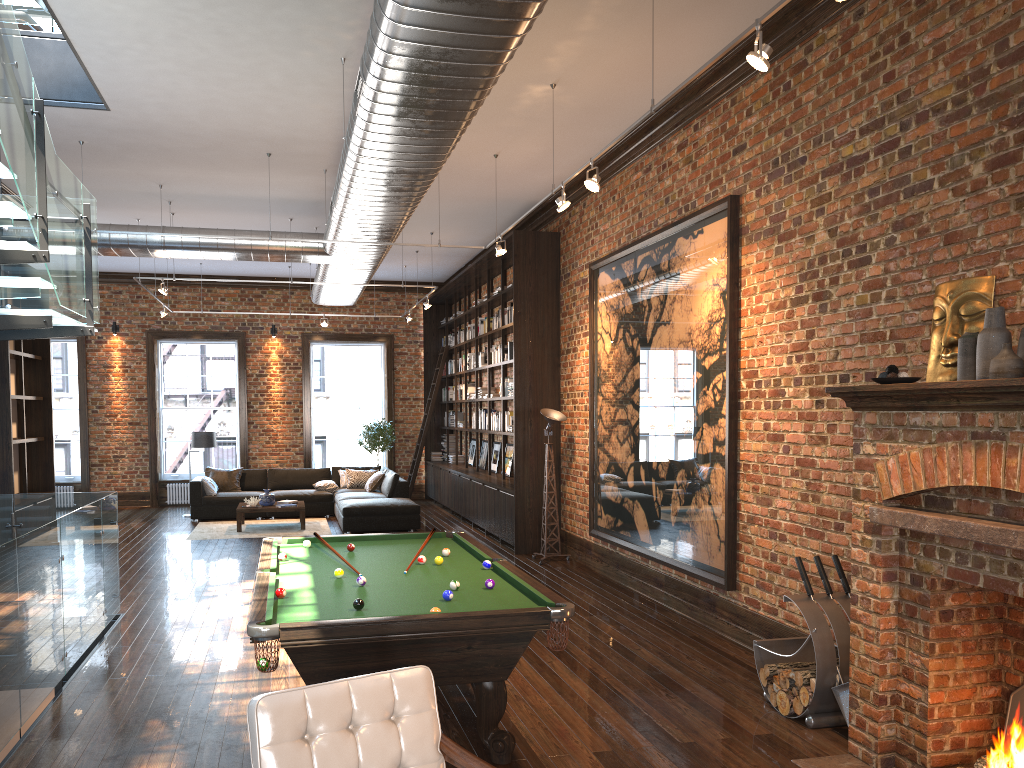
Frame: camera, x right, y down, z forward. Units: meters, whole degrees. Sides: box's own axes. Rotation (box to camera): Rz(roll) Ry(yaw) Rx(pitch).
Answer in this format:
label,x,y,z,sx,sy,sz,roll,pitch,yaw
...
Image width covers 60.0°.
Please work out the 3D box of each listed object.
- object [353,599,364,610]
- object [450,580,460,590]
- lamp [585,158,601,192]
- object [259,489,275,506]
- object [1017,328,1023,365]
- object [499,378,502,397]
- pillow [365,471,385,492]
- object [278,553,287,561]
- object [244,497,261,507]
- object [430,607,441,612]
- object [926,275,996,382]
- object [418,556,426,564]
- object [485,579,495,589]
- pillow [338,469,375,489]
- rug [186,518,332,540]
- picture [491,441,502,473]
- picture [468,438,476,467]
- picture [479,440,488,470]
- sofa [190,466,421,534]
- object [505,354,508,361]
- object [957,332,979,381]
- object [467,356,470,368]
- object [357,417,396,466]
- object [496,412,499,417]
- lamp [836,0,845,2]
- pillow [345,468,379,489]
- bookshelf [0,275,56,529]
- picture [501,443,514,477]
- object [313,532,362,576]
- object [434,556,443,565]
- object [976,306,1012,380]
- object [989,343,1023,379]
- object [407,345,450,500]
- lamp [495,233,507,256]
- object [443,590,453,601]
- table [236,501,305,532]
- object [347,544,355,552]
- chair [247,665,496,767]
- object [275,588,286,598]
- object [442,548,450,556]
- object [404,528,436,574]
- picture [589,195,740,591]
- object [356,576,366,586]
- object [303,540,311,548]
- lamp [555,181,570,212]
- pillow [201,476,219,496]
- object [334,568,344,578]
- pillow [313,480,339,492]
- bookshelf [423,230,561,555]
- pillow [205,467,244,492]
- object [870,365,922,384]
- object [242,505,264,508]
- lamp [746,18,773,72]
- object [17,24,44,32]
label,x,y,z,sx,sy,sz,roll,pitch,yaw
object,-0.770,1.106,4.452,0.057,0.057,0.057,0,1,-10
object,-0.318,1.119,4.932,0.057,0.057,0.057,0,1,25
lamp,0.567,-1.477,6.258,0.113,0.231,0.113,0,2,15
object,-3.801,1.759,13.762,0.215,0.252,0.214,0,1,19
object,2.284,-0.128,3.897,0.120,0.243,0.120,0,2,5
object,-0.145,0.050,12.988,0.069,0.289,0.117,-1,3,-21
pillow,-2.380,1.699,15.364,0.314,0.356,0.628,-1,-1,-15
object,-1.532,1.156,5.922,0.057,0.057,0.057,0,1,-16
object,-3.951,1.799,13.556,0.219,0.160,0.217,0,0,28
object,-0.366,1.098,4.243,0.057,0.057,0.057,0,1,4
object,2.228,-0.255,4.472,0.125,0.538,0.408,-1,1,-14
object,-0.587,1.147,5.783,0.057,0.057,0.057,0,1,41
object,-0.124,1.119,4.964,0.057,0.057,0.057,0,1,8
pillow,-2.775,1.711,15.929,0.703,0.339,0.269,0,1,-14
rug,-3.865,2.230,13.712,2.021,0.003,2.111,0,-2,-14
picture,-0.266,1.186,14.364,0.112,0.499,0.506,-1,1,-14
picture,-0.716,1.244,16.130,0.112,0.499,0.506,-1,1,-14
picture,-0.474,1.213,15.180,0.112,0.499,0.506,-1,1,-14
sofa,-3.471,1.850,14.472,3.499,0.806,3.445,0,-2,-14
object,-0.036,-0.381,13.013,0.096,0.137,0.235,-1,0,-30
object,2.180,-0.121,4.208,0.118,0.250,0.117,1,3,34
object,-0.744,-0.362,15.370,0.075,0.256,0.087,-2,3,-24
object,-2.697,1.590,17.637,0.812,1.871,0.797,-1,2,-6
object,-0.172,0.581,13.764,0.166,0.283,0.015,-1,3,-14
lamp,1.296,-1.579,3.387,0.117,0.213,0.116,1,2,27
pillow,-2.659,1.679,15.772,0.611,0.363,0.287,0,1,-10
bookshelf,-5.789,0.378,10.324,0.400,3.529,1.777,-1,2,-14
picture,-0.050,1.159,13.520,0.112,0.499,0.506,-1,1,-14
object,-1.214,1.151,6.089,0.028,0.072,1.604,-1,-1,-22
object,-0.474,1.145,5.752,0.057,0.057,0.057,0,1,-14
object,2.209,-0.176,4.062,0.145,0.351,0.145,1,3,22
object,2.142,-0.092,3.841,0.136,0.170,0.136,0,1,28
object,-1.666,0.798,17.039,0.896,3.088,0.493,-1,3,-14
lamp,-0.110,-1.391,8.900,0.113,0.231,0.113,0,2,0
object,-0.336,1.111,4.658,0.057,0.057,0.057,0,1,-9
table,-3.755,2.060,13.862,1.000,0.346,0.999,0,-1,-14
object,-1.149,1.167,6.325,0.057,0.057,0.057,0,1,34
chair,-0.409,1.447,2.871,0.767,0.869,0.740,-1,1,-34
object,-1.236,1.118,4.741,0.057,0.057,0.057,0,1,33
object,-0.452,1.156,6.091,0.057,0.057,0.057,0,1,31
object,-0.636,1.153,6.236,0.028,0.072,1.603,0,-2,1
picture,1.286,0.136,8.283,0.080,3.011,3.195,-1,1,-14
object,-0.860,1.126,5.063,0.057,0.057,0.057,-1,1,-44
object,-1.506,1.174,6.514,0.057,0.058,0.057,0,1,-13
lamp,0.402,-1.456,6.902,0.114,0.231,0.113,-2,3,-35
pillow,-5.096,1.722,14.981,0.244,0.306,0.572,-1,-1,-14
object,-1.038,1.135,5.322,0.057,0.057,0.057,0,1,23
pillow,-3.281,1.799,15.591,0.409,0.204,0.610,0,-1,-16
bookshelf,-0.595,0.242,14.601,0.600,4.010,7.397,-1,0,-14
pillow,-5.024,1.659,15.394,0.700,0.441,0.304,0,1,-14
object,1.884,-0.043,4.352,0.237,0.106,0.236,0,-1,-4
object,-3.957,1.870,13.547,0.267,0.018,0.201,-1,-2,9
lamp,1.126,-1.549,4.055,0.114,0.231,0.113,-2,3,-40
object,-4.576,-3.325,8.247,0.540,0.772,0.518,0,2,-4
